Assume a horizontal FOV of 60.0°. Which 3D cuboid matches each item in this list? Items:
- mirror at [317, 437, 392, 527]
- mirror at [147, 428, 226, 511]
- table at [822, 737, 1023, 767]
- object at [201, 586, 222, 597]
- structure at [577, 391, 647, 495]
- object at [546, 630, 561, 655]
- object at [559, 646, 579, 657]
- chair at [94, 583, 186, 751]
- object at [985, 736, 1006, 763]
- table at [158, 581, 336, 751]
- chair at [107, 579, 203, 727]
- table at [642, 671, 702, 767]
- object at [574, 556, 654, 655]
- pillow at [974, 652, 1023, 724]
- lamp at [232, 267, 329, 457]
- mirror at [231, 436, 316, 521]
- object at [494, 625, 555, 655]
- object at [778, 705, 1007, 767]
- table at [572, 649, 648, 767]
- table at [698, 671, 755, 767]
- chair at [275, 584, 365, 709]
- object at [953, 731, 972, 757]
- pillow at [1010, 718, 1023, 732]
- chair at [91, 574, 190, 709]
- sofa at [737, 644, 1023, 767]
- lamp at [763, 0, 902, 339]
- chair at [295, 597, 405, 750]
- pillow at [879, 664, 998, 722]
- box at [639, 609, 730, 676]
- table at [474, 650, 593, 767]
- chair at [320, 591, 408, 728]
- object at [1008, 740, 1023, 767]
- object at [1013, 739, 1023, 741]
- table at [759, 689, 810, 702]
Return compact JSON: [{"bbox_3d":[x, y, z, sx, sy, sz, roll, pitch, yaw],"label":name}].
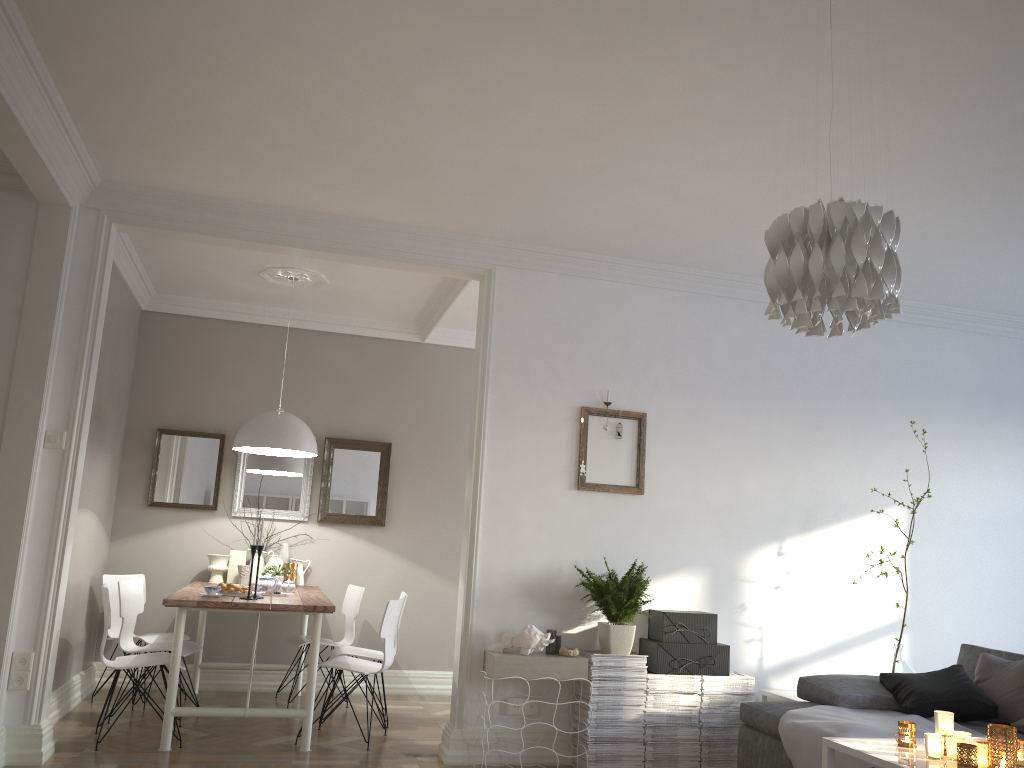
[{"bbox_3d":[-1.185,0.741,6.698,0.503,0.635,0.049,6,-10,-14],"label":"mirror"},{"bbox_3d":[-2.348,0.621,6.412,0.474,0.556,0.052,6,-10,-14],"label":"mirror"},{"bbox_3d":[1.514,1.480,2.862,0.715,0.503,0.676,6,-11,-14],"label":"table"},{"bbox_3d":[-1.626,1.129,4.828,0.137,0.056,0.117,0,-11,16],"label":"object"},{"bbox_3d":[0.571,0.323,5.005,0.399,0.573,0.053,6,-10,-17],"label":"structure"},{"bbox_3d":[0.214,1.337,4.622,0.062,0.134,0.124,-2,-11,26],"label":"object"},{"bbox_3d":[0.294,1.373,4.552,0.104,0.046,0.099,-3,-12,31],"label":"object"},{"bbox_3d":[-1.959,1.472,4.682,0.479,0.783,0.432,8,-11,-24],"label":"chair"},{"bbox_3d":[1.587,1.200,2.909,0.060,0.073,0.060,2,-10,11],"label":"object"},{"bbox_3d":[-1.610,1.652,5.422,0.853,0.748,1.991,6,-11,-14],"label":"table"},{"bbox_3d":[-2.098,1.573,5.261,0.479,0.783,0.433,4,-10,-4],"label":"chair"},{"bbox_3d":[0.806,1.785,4.698,0.327,0.498,0.247,6,-10,-14],"label":"table"},{"bbox_3d":[0.551,1.177,4.689,0.438,0.525,0.369,6,-10,-14],"label":"object"},{"bbox_3d":[2.388,1.447,4.238,0.324,0.402,0.430,9,-11,-26],"label":"pillow"},{"bbox_3d":[-1.478,-0.143,5.768,0.530,1.179,0.531,5,-10,-7],"label":"lamp"},{"bbox_3d":[-1.759,0.679,6.564,0.544,0.631,0.047,6,-10,-14],"label":"mirror"},{"bbox_3d":[0.066,1.302,4.524,0.311,0.150,0.137,0,-11,15],"label":"object"},{"bbox_3d":[1.600,1.661,3.789,0.726,0.436,0.814,6,-11,-15],"label":"object"},{"bbox_3d":[0.512,1.705,4.631,0.321,0.595,0.247,6,-10,-14],"label":"table"},{"bbox_3d":[1.110,1.817,4.774,0.327,0.498,0.247,6,-10,-14],"label":"table"},{"bbox_3d":[-1.307,1.774,6.074,0.479,0.783,0.432,8,-11,-24],"label":"chair"},{"bbox_3d":[1.511,1.208,2.977,0.060,0.073,0.060,2,-10,11],"label":"object"},{"bbox_3d":[2.434,1.404,3.841,0.337,0.310,0.415,5,-11,-9],"label":"pillow"},{"bbox_3d":[-2.396,1.650,5.764,0.479,0.783,0.433,0,-10,17],"label":"chair"},{"bbox_3d":[2.184,1.502,3.335,1.555,0.770,2.638,6,-11,-14],"label":"sofa"},{"bbox_3d":[0.896,-0.668,2.489,0.354,1.062,0.356,-2,-11,28],"label":"lamp"},{"bbox_3d":[-0.890,1.596,4.999,0.479,0.783,0.433,2,-10,6],"label":"chair"},{"bbox_3d":[2.023,1.472,4.230,0.421,0.247,0.403,2,-11,6],"label":"pillow"},{"bbox_3d":[0.943,1.396,4.794,0.419,0.315,0.299,6,-11,-14],"label":"box"},{"bbox_3d":[0.104,1.665,4.490,0.553,0.574,0.299,6,-10,-13],"label":"table"},{"bbox_3d":[-0.923,1.700,5.558,0.479,0.783,0.432,5,-10,-9],"label":"chair"},{"bbox_3d":[1.639,1.196,2.869,0.060,0.073,0.060,2,-10,11],"label":"object"},{"bbox_3d":[1.684,1.213,2.931,0.047,0.068,0.054,-4,-12,35],"label":"object"},{"bbox_3d":[1.636,1.897,4.778,0.437,0.411,0.424,6,-11,-14],"label":"table"}]
